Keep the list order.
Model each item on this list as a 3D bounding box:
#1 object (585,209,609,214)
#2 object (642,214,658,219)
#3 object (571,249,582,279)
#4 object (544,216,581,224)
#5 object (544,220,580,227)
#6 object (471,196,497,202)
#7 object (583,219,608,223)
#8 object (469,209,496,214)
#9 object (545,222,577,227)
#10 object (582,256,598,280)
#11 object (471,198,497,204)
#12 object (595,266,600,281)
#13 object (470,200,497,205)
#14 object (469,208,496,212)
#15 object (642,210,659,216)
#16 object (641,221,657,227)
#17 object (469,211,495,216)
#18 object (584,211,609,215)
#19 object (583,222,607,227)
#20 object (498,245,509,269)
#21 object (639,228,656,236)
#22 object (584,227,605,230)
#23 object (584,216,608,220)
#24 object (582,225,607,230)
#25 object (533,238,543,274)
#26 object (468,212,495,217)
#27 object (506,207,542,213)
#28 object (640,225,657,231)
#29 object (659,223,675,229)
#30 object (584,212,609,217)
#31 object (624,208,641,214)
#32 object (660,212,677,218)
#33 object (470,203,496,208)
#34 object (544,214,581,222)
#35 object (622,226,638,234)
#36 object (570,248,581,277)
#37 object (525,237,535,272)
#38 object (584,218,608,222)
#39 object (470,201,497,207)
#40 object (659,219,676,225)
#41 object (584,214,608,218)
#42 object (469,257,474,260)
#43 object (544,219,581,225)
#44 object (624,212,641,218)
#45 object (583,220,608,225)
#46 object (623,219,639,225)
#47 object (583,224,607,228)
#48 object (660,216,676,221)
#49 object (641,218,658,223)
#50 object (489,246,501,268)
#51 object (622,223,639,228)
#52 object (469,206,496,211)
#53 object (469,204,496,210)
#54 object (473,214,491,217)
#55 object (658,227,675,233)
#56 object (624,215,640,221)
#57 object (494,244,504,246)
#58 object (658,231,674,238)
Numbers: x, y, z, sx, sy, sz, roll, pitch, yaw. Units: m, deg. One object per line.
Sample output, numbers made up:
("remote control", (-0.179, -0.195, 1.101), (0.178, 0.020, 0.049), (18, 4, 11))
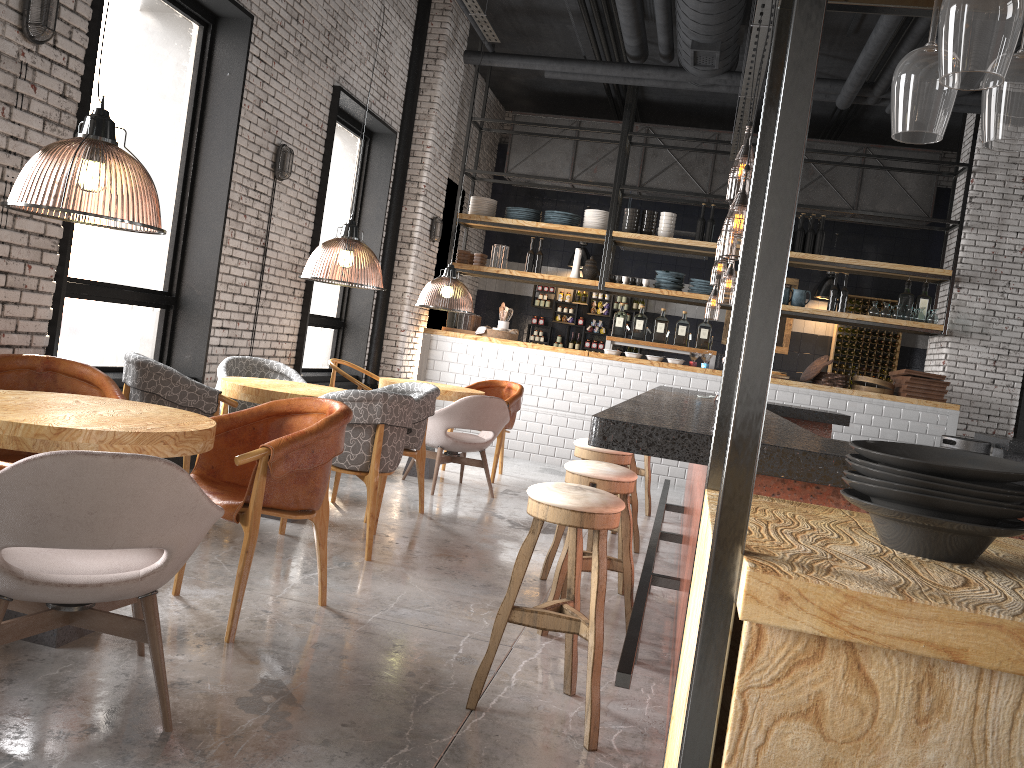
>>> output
("object", (1.039, -2.050, 10.672), (0.334, 0.039, 0.335), (8, 3, -15))
("object", (1.636, -1.959, 10.553), (0.196, 0.102, 0.196), (8, 2, 5))
("object", (0.782, -1.432, 10.644), (0.132, 0.360, 0.126), (9, 2, 37))
("object", (0.610, -1.972, 10.758), (0.454, 0.038, 0.454), (9, 3, 12))
("object", (0.604, -1.926, 10.759), (0.453, 0.045, 0.454), (8, 3, -14))
("object", (-0.346, -2.264, 10.954), (0.334, 0.039, 0.335), (8, 2, 2))
("object", (1.022, -1.939, 10.673), (0.334, 0.040, 0.335), (7, 3, -34))
("object", (-0.369, -2.114, 10.959), (0.334, 0.044, 0.335), (7, 3, -22))
("object", (0.600, -1.902, 10.760), (0.454, 0.033, 0.454), (9, 3, 20))
("object", (0.940, -1.383, 10.625), (0.196, 0.305, 0.196), (7, 2, -41))
("object", (-0.350, -2.245, 10.955), (0.335, 0.042, 0.334), (9, 2, 8))
("object", (1.004, -1.333, 10.816), (0.203, 0.213, 0.203), (7, 2, -41))
("object", (-0.353, -2.226, 10.955), (0.334, 0.040, 0.335), (8, 2, 1))
("object", (-0.367, -2.133, 10.957), (0.334, 0.042, 0.335), (7, 3, -29))
("object", (1.643, -2.003, 10.555), (0.196, 0.103, 0.197), (8, 2, -13))
("object", (1.624, -1.871, 10.552), (0.196, 0.107, 0.196), (8, 2, -17))
("object", (-0.372, -2.095, 10.958), (0.334, 0.039, 0.335), (8, 2, -1))
("object", (1.035, -2.031, 10.672), (0.334, 0.039, 0.335), (8, 3, -14))
("object", (1.016, -1.900, 10.675), (0.334, 0.040, 0.335), (7, 3, -25))
("object", (-0.105, -1.532, 10.813), (0.118, 0.293, 0.169), (9, 2, 16))
("object", (1.610, -1.784, 10.562), (0.196, 0.104, 0.197), (6, 3, -42))
("object", (1.009, -1.842, 10.676), (0.334, 0.033, 0.335), (6, 3, -40))
("object", (1.027, -1.974, 10.673), (0.334, 0.043, 0.335), (8, 2, -5))
("object", (1.011, -1.862, 10.677), (0.334, 0.046, 0.335), (8, 2, -8))
("object", (0.335, -1.566, 10.962), (0.098, 0.471, 0.098), (8, 1, -11))
("object", (-0.375, -2.076, 10.959), (0.334, 0.042, 0.335), (6, 3, -40))
("object", (0.146, -2.116, 10.852), (0.454, 0.050, 0.453), (9, 3, 25))
("object", (1.617, -1.827, 10.558), (0.197, 0.101, 0.196), (10, 3, 31))
("object", (1.831, -1.839, 10.511), (0.196, 0.104, 0.197), (6, 3, -43))
("object", (1.033, -2.012, 10.673), (0.334, 0.044, 0.335), (7, 3, -18))
("object", (1.435, -2.035, 10.597), (0.196, 0.105, 0.196), (10, 3, 33))
("object", (1.851, -1.971, 10.513), (0.196, 0.103, 0.197), (8, 2, -11))
("object", (-0.358, -2.187, 10.956), (0.335, 0.038, 0.334), (10, 3, 32))
("object", (0.613, -1.996, 10.758), (0.453, 0.037, 0.455), (7, 3, -34))
("object", (1.405, -1.815, 10.602), (0.197, 0.102, 0.196), (9, 2, 24))
("object", (0.780, -1.456, 10.798), (0.126, 0.394, 0.127), (7, 2, -39))
("object", (0.231, -1.582, 10.983), (0.098, 0.471, 0.098), (8, 1, -11))
("object", (1.024, -1.954, 10.674), (0.335, 0.039, 0.334), (9, 3, 19))
("object", (-0.355, -2.206, 10.955), (0.334, 0.035, 0.335), (8, 3, -13))
("object", (1.836, -1.883, 10.516), (0.197, 0.103, 0.196), (9, 3, 28))
("object", (1.030, -1.993, 10.674), (0.334, 0.041, 0.335), (7, 3, -19))
("object", (-0.525, -1.567, 11.121), (0.157, 0.053, 0.168), (9, 2, 11))
("object", (0.606, -1.949, 10.758), (0.453, 0.042, 0.455), (7, 3, -28))
("object", (1.435, -1.990, 10.593), (0.196, 0.107, 0.196), (10, 3, 40))
("object", (1.020, -1.919, 10.675), (0.334, 0.039, 0.335), (7, 3, -22))
("object", (1.418, -1.903, 10.599), (0.197, 0.102, 0.196), (10, 3, 40))
("object", (1.014, -1.881, 10.675), (0.334, 0.037, 0.335), (7, 3, -22))
("object", (1.843, -1.926, 10.511), (0.196, 0.100, 0.196), (9, 2, 7))
("object", (1.629, -1.915, 10.554), (0.197, 0.102, 0.196), (9, 2, 22))
("object", (-0.192, -1.530, 10.722), (0.107, 0.264, 0.152), (9, 2, 39))
("object", (1.410, -1.859, 10.601), (0.196, 0.104, 0.197), (7, 2, -25))
("object", (-0.364, -2.152, 10.957), (0.335, 0.038, 0.334), (10, 3, 36))
("object", (-0.362, -2.168, 10.957), (0.334, 0.043, 0.335), (6, 3, -39))
("object", (-0.377, -2.056, 10.959), (0.334, 0.033, 0.335), (6, 3, -40))
("object", (1.822, -1.796, 10.513), (0.196, 0.104, 0.197), (8, 2, -13))
("object", (1.425, -1.946, 10.597), (0.196, 0.100, 0.197), (7, 2, -23))
("object", (-0.162, -1.562, 10.973), (0.126, 0.313, 0.179), (10, 2, 44))
("object", (1.818, -1.751, 10.512), (0.196, 0.105, 0.196), (8, 2, -11))
